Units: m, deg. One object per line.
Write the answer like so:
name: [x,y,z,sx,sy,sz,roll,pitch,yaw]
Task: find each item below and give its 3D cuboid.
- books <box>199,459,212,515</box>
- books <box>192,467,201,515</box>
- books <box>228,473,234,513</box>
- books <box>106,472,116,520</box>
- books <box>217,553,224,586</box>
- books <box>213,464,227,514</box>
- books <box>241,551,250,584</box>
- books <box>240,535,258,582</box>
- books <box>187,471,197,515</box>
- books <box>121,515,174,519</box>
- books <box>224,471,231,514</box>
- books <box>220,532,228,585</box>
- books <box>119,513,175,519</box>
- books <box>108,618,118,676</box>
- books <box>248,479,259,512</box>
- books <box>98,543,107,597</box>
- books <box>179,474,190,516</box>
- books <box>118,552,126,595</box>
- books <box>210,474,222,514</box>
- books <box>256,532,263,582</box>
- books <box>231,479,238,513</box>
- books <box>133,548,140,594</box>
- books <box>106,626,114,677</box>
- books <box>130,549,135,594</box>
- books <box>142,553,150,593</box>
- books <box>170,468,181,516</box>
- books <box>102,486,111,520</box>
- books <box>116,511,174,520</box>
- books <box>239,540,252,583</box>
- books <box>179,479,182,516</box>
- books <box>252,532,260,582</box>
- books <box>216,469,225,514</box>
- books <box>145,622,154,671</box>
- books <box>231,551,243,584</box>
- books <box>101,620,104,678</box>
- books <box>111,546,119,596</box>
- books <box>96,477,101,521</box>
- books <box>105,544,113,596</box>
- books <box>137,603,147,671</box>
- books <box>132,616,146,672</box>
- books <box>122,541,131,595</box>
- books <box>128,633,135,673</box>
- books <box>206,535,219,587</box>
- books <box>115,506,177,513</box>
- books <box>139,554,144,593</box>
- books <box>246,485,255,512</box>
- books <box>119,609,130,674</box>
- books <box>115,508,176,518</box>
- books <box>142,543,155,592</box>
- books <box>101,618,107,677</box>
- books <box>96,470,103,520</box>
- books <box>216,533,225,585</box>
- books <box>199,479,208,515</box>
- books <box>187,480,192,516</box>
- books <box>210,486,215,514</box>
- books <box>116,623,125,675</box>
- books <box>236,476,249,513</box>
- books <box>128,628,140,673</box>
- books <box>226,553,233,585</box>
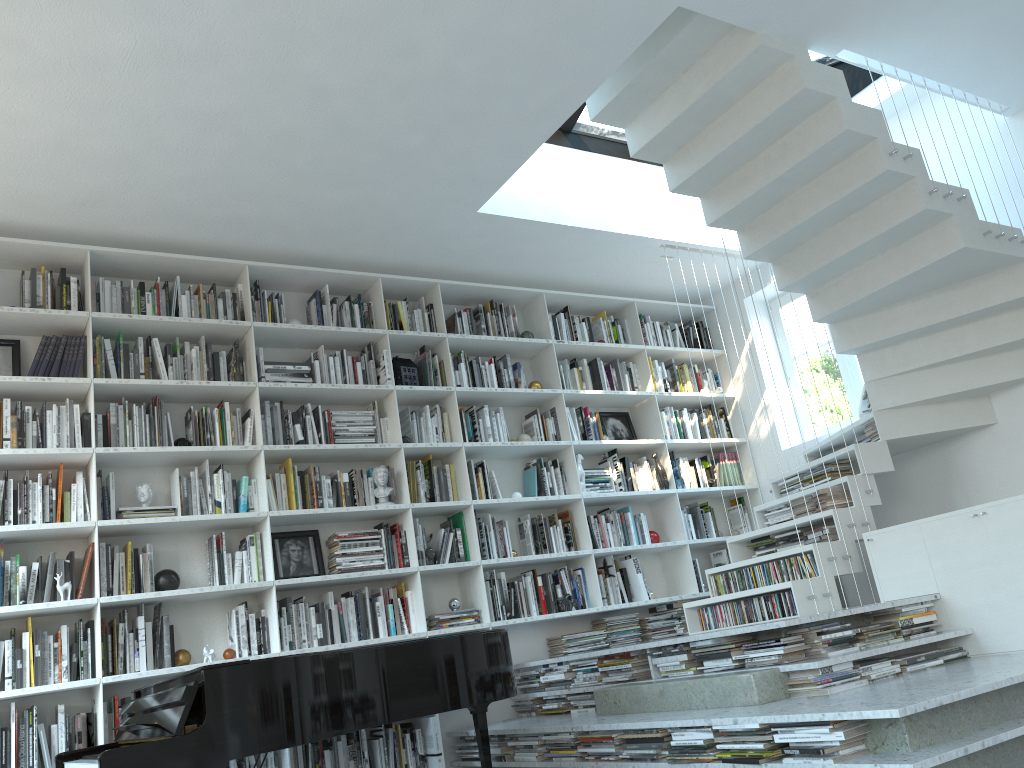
books: [-1.664,0.590,4.814,0.010,0.328,0.174,1,-20,-32]
books: [-1.707,0.607,4.770,0.012,0.285,0.168,1,-20,-32]
books: [-1.569,0.633,4.878,0.022,0.255,0.152,1,-20,-32]
books: [-2.063,0.606,4.559,0.021,0.277,0.137,1,-20,-32]
books: [-1.566,1.004,4.706,0.025,0.185,0.154,1,-20,-32]
books: [-1.595,0.604,4.846,0.011,0.300,0.179,1,-20,-32]
books: [-1.455,1.008,4.782,0.024,0.187,0.173,1,-20,-32]
books: [-1.428,0.969,4.810,0.027,0.268,0.179,1,-20,-32]
books: [-1.725,0.619,4.768,0.022,0.266,0.151,1,-20,-32]
books: [-1.908,0.710,4.610,0.254,0.012,0.161,3,-21,-36]
books: [-1.578,0.624,4.850,0.023,0.259,0.171,1,-20,-32]
books: [-1.555,0.955,4.744,0.012,0.297,0.166,1,-20,-32]
books: [-1.909,0.698,4.612,0.254,0.012,0.161,4,-22,-37]
books: [-1.949,1.293,4.327,0.012,0.271,0.182,1,-20,-32]
books: [-1.448,0.653,4.944,0.026,0.216,0.127,1,-20,-32]
books: [-2.048,0.946,4.423,0.025,0.283,0.146,1,-20,-32]
books: [-1.759,0.623,4.727,0.030,0.246,0.175,1,-20,-32]
books: [-1.971,0.975,4.462,0.025,0.227,0.153,1,-20,-32]
books: [-1.618,0.629,4.823,0.028,0.246,0.170,1,-20,-32]
books: [-1.396,0.962,4.825,0.021,0.280,0.162,1,-20,-32]
books: [-1.546,0.651,4.886,0.026,0.218,0.150,1,-20,-32]
books: [-1.924,0.973,4.514,0.028,0.247,0.143,1,-20,-32]
books: [-1.968,1.311,4.318,0.030,0.238,0.157,1,-20,-32]
books: [-1.933,0.969,4.489,0.014,0.243,0.153,1,-20,-32]
books: [-1.877,0.981,4.511,0.028,0.215,0.175,1,-20,-32]
books: [-1.791,0.606,4.720,0.012,0.284,0.160,1,-20,-32]
books: [-2.084,0.640,4.539,0.034,0.209,0.137,1,-20,-32]
books: [-1.913,0.688,4.619,0.254,0.012,0.161,3,-21,-35]
books: [-1.439,0.978,4.790,0.012,0.244,0.171,1,-20,-32]
books: [-1.784,0.636,4.729,0.010,0.231,0.155,1,-20,-32]
books: [-1.408,0.962,4.814,0.011,0.278,0.188,1,-20,-32]
books: [-1.598,0.617,4.828,0.012,0.264,0.193,1,-20,-32]
books: [-1.821,1.319,4.427,0.029,0.240,0.136,1,-20,-32]
books: [-1.487,1.005,4.756,0.057,0.188,0.156,1,-20,-32]
books: [-2.007,1.297,4.315,0.013,0.274,0.147,1,-20,-32]
books: [-1.998,0.957,4.448,0.036,0.262,0.167,1,-20,-32]
books: [-2.118,0.614,4.519,0.024,0.256,0.134,1,-20,-32]
books: [-2.028,0.953,4.439,0.026,0.274,0.155,1,-20,-32]
books: [-1.851,1.275,4.436,0.013,0.338,0.138,1,-20,-32]
books: [-1.849,1.299,4.395,0.027,0.268,0.185,1,-20,-32]
books: [-1.942,0.947,4.466,0.026,0.273,0.190,1,-20,-32]
books: [-1.887,1.335,4.366,0.024,0.195,0.157,1,-20,-32]
books: [-1.592,0.959,4.713,0.012,0.284,0.160,1,-20,-32]
books: [-1.916,0.665,4.624,0.285,0.012,0.160,3,-21,-36]
books: [-1.894,0.985,4.502,0.011,0.207,0.180,1,-20,-32]
books: [-1.467,0.669,4.923,0.027,0.180,0.142,1,-20,-32]
books: [-1.910,1.278,4.368,0.014,0.312,0.166,1,-20,-32]
books: [-1.916,0.677,4.624,0.285,0.012,0.160,1,-20,-31]
books: [-1.865,0.963,4.545,0.028,0.265,0.145,1,-20,-32]
books: [-1.991,1.291,4.315,0.013,0.282,0.147,1,-20,-32]
books: [-2.115,0.601,4.548,0.011,0.297,0.136,1,-20,-32]
books: [-1.565,0.959,4.740,0.011,0.290,0.156,1,-20,-32]
books: [-1.684,0.642,4.791,0.048,0.224,0.150,1,-20,-32]
books: [-1.749,0.643,4.762,0.024,0.226,0.138,1,-20,-32]
books: [-1.645,0.662,4.816,0.025,0.188,0.140,1,-20,-32]
books: [-1.929,1.308,4.345,0.042,0.247,0.163,1,-20,-32]
books: [-1.498,0.640,4.892,0.060,0.227,0.179,1,-20,-32]
books: [-1.867,1.325,4.377,0.021,0.214,0.172,1,-20,-32]
books: [-1.531,1.012,4.744,0.030,0.182,0.155,1,-20,-32]
